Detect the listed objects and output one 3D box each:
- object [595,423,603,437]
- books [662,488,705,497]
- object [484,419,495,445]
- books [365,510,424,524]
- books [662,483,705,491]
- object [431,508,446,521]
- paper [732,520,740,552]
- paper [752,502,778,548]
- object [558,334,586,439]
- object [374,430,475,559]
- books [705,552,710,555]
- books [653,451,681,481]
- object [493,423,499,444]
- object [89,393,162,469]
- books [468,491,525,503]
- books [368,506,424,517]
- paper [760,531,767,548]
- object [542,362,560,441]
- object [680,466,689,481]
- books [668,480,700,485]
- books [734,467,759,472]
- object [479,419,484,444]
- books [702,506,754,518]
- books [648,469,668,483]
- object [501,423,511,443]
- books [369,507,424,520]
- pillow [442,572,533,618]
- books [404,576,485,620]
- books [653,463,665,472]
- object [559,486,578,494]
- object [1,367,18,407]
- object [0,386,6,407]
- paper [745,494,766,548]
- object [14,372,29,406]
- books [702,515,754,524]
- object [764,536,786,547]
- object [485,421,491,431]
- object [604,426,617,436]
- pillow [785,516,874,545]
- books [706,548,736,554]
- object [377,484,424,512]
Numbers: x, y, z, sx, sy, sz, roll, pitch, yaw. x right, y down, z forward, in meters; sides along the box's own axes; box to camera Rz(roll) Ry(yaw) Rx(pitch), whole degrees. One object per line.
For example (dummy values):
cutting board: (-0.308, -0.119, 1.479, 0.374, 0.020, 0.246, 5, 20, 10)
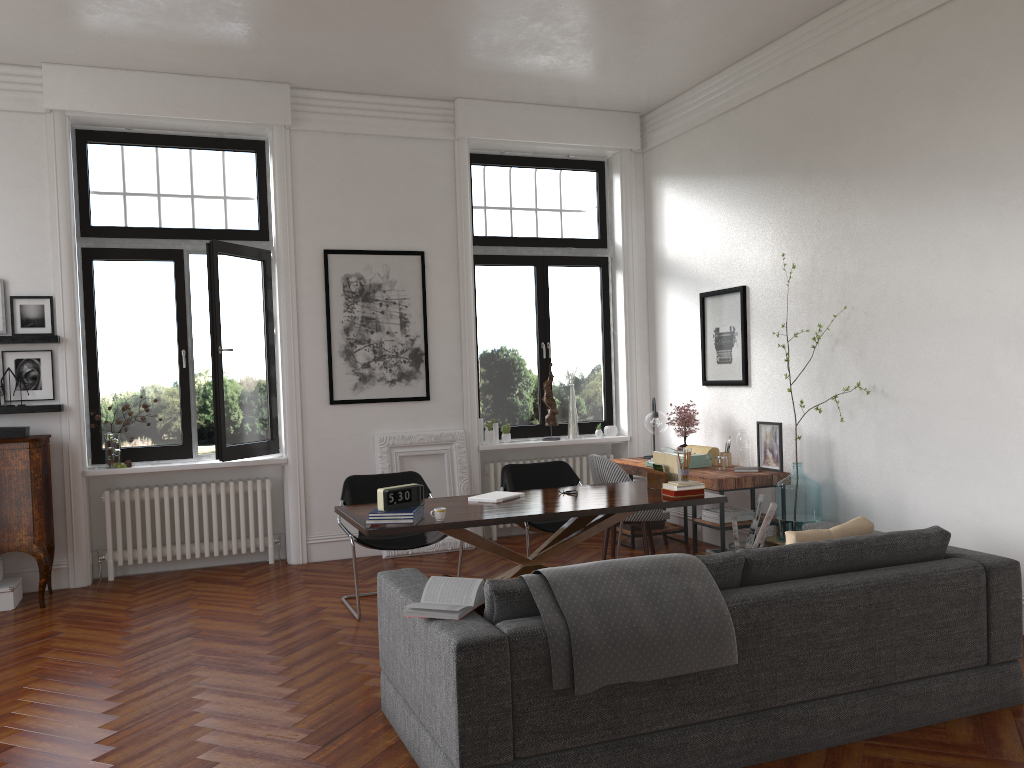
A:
object: (0.844, 0.451, 8.617, 0.072, 0.134, 0.072, -2, 2, 4)
books: (1.073, 0.673, 5.558, 0.215, 0.040, 0.159, -2, 1, -19)
object: (-0.204, 0.437, 8.170, 0.102, 0.244, 0.098, -3, 2, -43)
books: (-0.656, 0.746, 5.001, 0.264, 0.027, 0.347, -2, 1, 4)
books: (1.078, 0.639, 5.564, 0.207, 0.028, 0.164, -2, 1, -23)
object: (-0.405, 0.718, 4.884, 0.082, 0.065, 0.064, -2, 1, 0)
paper: (1.590, 1.190, 6.232, 0.073, 0.479, 0.033, -1, 2, 16)
paper: (1.703, 1.113, 6.155, 0.047, 0.610, 0.330, -4, 2, -41)
object: (0.626, 0.004, 8.506, 0.295, 1.054, 0.289, -3, 2, -18)
object: (-0.763, 0.957, 7.798, 0.829, 1.063, 0.233, -2, 2, -21)
books: (1.616, 1.272, 6.643, 0.268, 0.014, 0.196, -2, 1, -22)
books: (1.033, 0.575, 5.900, 0.043, 0.239, 0.310, -3, 1, -21)
object: (-0.151, 0.462, 8.258, 0.051, 0.188, 0.051, -2, 2, 14)
object: (-3.089, 0.369, 7.169, 0.317, 0.600, 0.541, -1, 2, 40)
books: (-0.096, 0.724, 5.683, 0.231, 0.026, 0.325, -2, 1, 34)
books: (-0.646, 0.707, 4.991, 0.250, 0.017, 0.344, -2, 1, 4)
paper: (1.758, 1.226, 6.305, 0.126, 0.388, 0.026, -2, 2, 1)
object: (0.363, 0.164, 8.435, 0.165, 0.754, 0.142, -1, 2, 21)
object: (1.093, 0.569, 5.612, 0.058, 0.091, 0.058, -3, 2, -34)
books: (1.084, 0.619, 5.578, 0.159, 0.008, 0.128, -2, 1, -20)
books: (1.770, 0.648, 6.745, 0.213, 0.031, 0.129, -2, 1, 16)
object: (-0.290, 0.441, 8.250, 0.051, 0.238, 0.051, -2, 2, 14)
books: (1.607, 0.955, 6.601, 0.308, 0.038, 0.225, -2, 1, -21)
books: (0.961, 0.634, 5.849, 0.028, 0.125, 0.221, -3, 1, -21)
object: (-0.052, 0.459, 8.347, 0.097, 0.186, 0.099, -2, 2, 2)
books: (-0.645, 0.724, 4.991, 0.250, 0.017, 0.344, -2, 1, 4)
pillow: (-0.036, 0.937, 3.645, 0.470, 0.397, 0.330, -2, 1, 16)
books: (-0.252, 0.812, 3.397, 0.225, 0.096, 0.278, -2, 1, 21)
books: (0.987, 0.611, 5.904, 0.041, 0.157, 0.128, -3, 1, -21)
object: (0.389, 0.692, 5.802, 0.133, 0.047, 0.114, -1, 1, 32)
object: (-3.771, 0.022, 6.657, 0.118, 0.299, 0.040, -3, 2, -21)
object: (-3.812, 0.094, 6.604, 0.066, 0.161, 0.040, -3, 2, -21)
paper: (1.712, 1.111, 6.358, 0.294, 0.626, 0.047, -3, 2, -28)
object: (-3.716, 0.039, 6.708, 0.110, 0.262, 0.040, -3, 2, -21)
books: (1.603, 0.990, 6.592, 0.308, 0.038, 0.225, -2, 1, -22)
object: (2.039, 1.268, 6.305, 0.341, 0.317, 0.435, -2, 1, -21)
object: (-0.221, 0.452, 8.255, 0.051, 0.213, 0.051, -2, 2, 14)
object: (0.975, 0.464, 8.758, 0.132, 0.098, 0.134, -1, 1, 39)
pillow: (1.442, 0.854, 4.111, 0.486, 0.460, 0.225, -2, 2, -21)
books: (1.616, 1.256, 6.642, 0.268, 0.014, 0.196, -2, 1, -10)
object: (-0.620, 0.636, 4.971, 0.082, 0.126, 0.275, -1, 1, 43)
